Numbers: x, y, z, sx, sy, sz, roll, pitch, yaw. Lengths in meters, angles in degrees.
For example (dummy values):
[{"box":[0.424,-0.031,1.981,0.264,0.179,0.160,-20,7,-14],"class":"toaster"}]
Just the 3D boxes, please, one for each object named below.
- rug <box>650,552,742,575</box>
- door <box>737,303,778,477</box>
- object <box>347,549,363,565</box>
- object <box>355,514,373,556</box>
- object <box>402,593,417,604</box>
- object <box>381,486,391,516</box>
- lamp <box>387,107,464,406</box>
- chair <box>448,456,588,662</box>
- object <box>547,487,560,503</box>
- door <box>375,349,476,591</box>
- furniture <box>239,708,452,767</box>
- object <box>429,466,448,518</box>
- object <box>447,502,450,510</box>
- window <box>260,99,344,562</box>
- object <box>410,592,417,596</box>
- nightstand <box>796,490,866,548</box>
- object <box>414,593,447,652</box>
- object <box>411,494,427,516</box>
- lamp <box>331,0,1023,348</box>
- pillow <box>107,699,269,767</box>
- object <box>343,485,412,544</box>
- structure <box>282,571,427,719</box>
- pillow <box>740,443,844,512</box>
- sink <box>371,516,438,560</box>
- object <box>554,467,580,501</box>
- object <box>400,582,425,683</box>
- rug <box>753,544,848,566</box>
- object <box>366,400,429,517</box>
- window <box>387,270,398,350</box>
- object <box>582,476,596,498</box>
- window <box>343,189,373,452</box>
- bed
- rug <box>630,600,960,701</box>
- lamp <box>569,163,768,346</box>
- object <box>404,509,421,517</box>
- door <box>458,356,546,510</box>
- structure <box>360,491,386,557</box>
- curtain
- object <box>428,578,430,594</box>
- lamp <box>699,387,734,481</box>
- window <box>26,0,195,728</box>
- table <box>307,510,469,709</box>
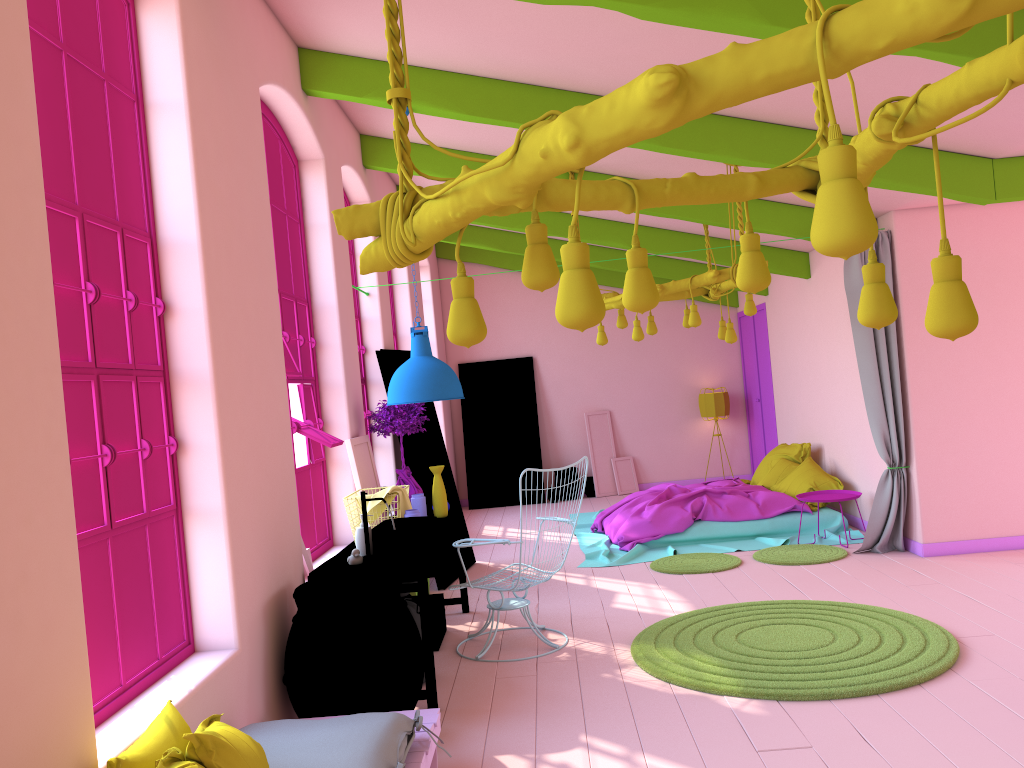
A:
[{"box":[1.654,1.617,8.006,0.792,0.021,0.793,-5,0,-16],"class":"rug"},{"box":[3.528,0.204,12.655,0.108,2.590,1.677,-5,0,2],"class":"door"},{"box":[-0.896,0.983,5.068,0.088,0.088,0.086,-5,0,19],"class":"object"},{"box":[-0.833,0.913,5.542,0.165,0.250,0.410,-5,0,37],"class":"object"},{"box":[-0.767,1.606,6.138,0.300,0.448,0.672,-5,0,-23],"class":"object"},{"box":[-1.162,1.040,7.715,0.223,0.272,0.223,-5,0,-11],"class":"object"},{"box":[-0.672,-0.876,5.970,0.529,2.002,0.528,-5,0,33],"class":"lamp"},{"box":[0.010,1.150,5.969,0.925,1.238,1.078,-5,0,37],"class":"chair"},{"box":[0.612,1.646,13.141,0.199,0.234,0.199,-5,0,-31],"class":"object"},{"box":[-0.798,0.755,8.493,0.450,2.211,1.153,-5,0,12],"class":"door"},{"box":[-0.739,1.555,2.169,0.907,0.507,3.775,-5,0,2],"class":"furniture"},{"box":[-0.550,0.813,6.687,0.116,0.383,0.116,-5,0,-24],"class":"object"},{"box":[-0.555,0.896,6.886,0.132,0.219,0.132,-5,0,19],"class":"object"},{"box":[-1.471,-0.317,5.707,0.492,3.003,1.497,-5,0,2],"class":"window"},{"box":[-0.911,1.495,7.433,0.218,0.733,0.451,-5,0,2],"class":"object"},{"box":[3.028,1.275,8.426,0.596,0.458,0.595,-5,0,39],"class":"nightstand"},{"box":[-0.722,1.697,6.282,0.446,0.277,0.521,-5,0,2],"class":"object"},{"box":[-0.695,0.923,6.623,0.109,0.197,0.109,-5,0,39],"class":"object"},{"box":[0.444,-1.182,1.860,1.610,2.264,1.776,-5,0,-16],"class":"lamp"},{"box":[-0.942,1.208,2.091,0.578,0.399,1.997,-5,0,2],"class":"pillow"},{"box":[-0.862,0.861,5.983,0.444,0.369,0.633,-5,0,2],"class":"object"},{"box":[-0.786,1.408,4.450,0.717,0.845,0.718,-5,0,-31],"class":"structure"},{"box":[3.110,1.095,10.223,0.848,0.822,2.617,-5,0,-8],"class":"pillow"},{"box":[-0.631,0.917,5.302,0.340,0.194,0.609,-5,0,2],"class":"sink"},{"box":[0.828,1.504,13.352,0.386,0.471,0.385,-5,0,44],"class":"object"},{"box":[0.258,0.924,1.667,2.827,1.580,7.864,-5,0,3],"class":"object"},{"box":[2.585,1.532,7.975,0.793,0.021,0.792,-5,0,29],"class":"rug"},{"box":[-0.840,0.560,6.749,0.441,0.951,0.503,-5,0,-38],"class":"object"},{"box":[-1.353,-0.300,9.532,0.214,3.009,1.513,-5,0,2],"class":"window"},{"box":[1.190,1.559,13.415,0.260,0.306,0.260,-5,0,34],"class":"object"},{"box":[-1.404,-0.318,7.625,0.072,3.047,1.275,-5,0,2],"class":"window"},{"box":[2.033,1.357,10.003,2.802,0.514,3.576,-5,0,2],"class":"bed"},{"box":[1.690,1.586,5.461,1.888,0.050,1.889,-5,0,-11],"class":"rug"},{"box":[1.345,-1.424,7.373,1.610,2.264,1.776,-5,0,-16],"class":"lamp"},{"box":[-0.646,0.922,5.799,0.109,0.197,0.109,-5,0,-6],"class":"object"},{"box":[-0.162,0.731,13.394,1.153,2.211,0.450,-5,0,2],"class":"door"},{"box":[-0.826,0.835,5.283,0.166,0.397,0.087,-5,0,11],"class":"structure"},{"box":[3.190,0.087,7.729,0.518,2.785,0.525,-5,0,-17],"class":"curtain"},{"box":[-0.815,1.623,7.759,0.137,0.463,0.284,-5,0,-13],"class":"object"},{"box":[3.083,0.782,13.214,0.491,1.466,0.476,-5,0,32],"class":"lamp"},{"box":[-1.546,-0.336,3.247,0.072,3.047,1.275,-5,0,2],"class":"window"},{"box":[-0.734,1.423,5.958,0.655,0.821,2.192,-5,0,2],"class":"table"}]
